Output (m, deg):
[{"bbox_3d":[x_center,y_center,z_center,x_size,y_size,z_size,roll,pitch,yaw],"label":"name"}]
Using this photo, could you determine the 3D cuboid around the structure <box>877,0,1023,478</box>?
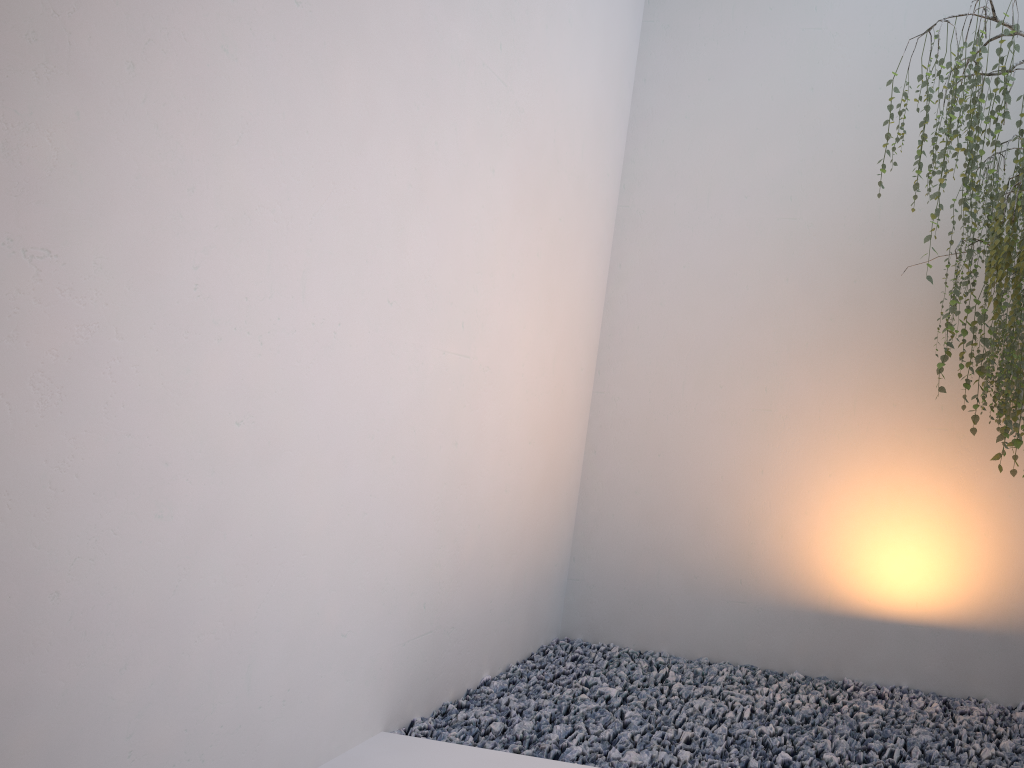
[{"bbox_3d":[2.403,-0.614,2.800,2.337,3.988,1.843,6,-1,10],"label":"structure"}]
